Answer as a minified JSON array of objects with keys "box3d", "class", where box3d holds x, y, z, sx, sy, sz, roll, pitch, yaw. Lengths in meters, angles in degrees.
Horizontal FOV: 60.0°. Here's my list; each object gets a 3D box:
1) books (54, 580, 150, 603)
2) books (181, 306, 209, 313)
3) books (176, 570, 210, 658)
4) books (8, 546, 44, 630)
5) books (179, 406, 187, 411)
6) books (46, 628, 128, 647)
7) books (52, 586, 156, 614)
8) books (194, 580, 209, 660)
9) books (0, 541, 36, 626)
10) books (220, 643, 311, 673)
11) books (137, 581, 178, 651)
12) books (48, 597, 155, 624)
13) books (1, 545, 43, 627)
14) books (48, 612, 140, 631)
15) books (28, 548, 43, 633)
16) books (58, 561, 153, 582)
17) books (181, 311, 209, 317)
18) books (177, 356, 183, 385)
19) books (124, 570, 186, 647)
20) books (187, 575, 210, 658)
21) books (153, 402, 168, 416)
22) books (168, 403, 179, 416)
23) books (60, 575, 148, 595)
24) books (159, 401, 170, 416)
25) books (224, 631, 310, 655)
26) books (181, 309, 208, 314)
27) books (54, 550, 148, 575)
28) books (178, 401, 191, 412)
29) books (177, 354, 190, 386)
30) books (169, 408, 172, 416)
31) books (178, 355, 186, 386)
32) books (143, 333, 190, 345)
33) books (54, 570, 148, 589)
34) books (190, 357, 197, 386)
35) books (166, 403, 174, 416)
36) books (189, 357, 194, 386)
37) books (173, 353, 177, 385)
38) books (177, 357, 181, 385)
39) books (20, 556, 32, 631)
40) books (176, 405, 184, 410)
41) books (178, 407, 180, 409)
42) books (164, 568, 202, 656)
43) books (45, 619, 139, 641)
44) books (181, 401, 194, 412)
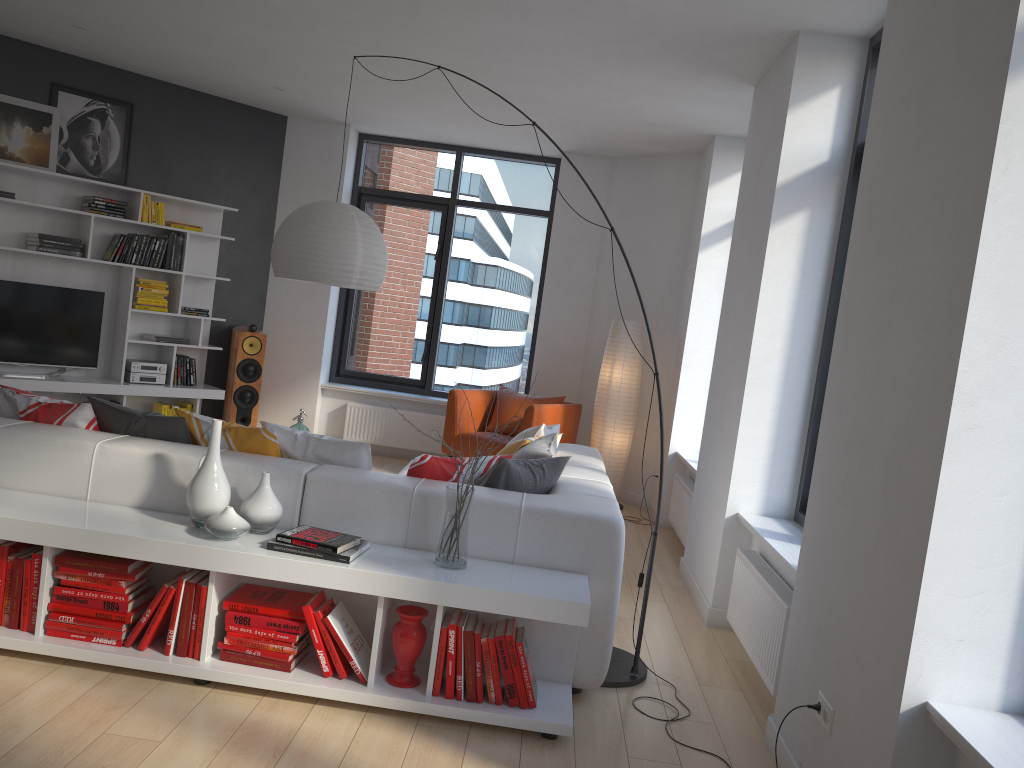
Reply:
[{"box3d":[-1.483,0.735,3.216,0.261,0.027,0.191,8,4,-2],"class":"books"},{"box3d":[-2.729,-0.641,7.599,0.213,0.023,0.161,5,5,-39],"class":"books"},{"box3d":[-1.133,0.816,3.198,0.038,0.270,0.215,8,4,2],"class":"books"},{"box3d":[-1.747,0.735,3.235,0.034,0.259,0.207,8,4,2],"class":"books"},{"box3d":[-2.839,0.311,7.582,0.024,0.234,0.172,4,5,-42],"class":"books"},{"box3d":[-1.500,0.886,3.219,0.274,0.029,0.200,8,4,2],"class":"books"},{"box3d":[-1.484,0.767,3.234,0.279,0.039,0.206,8,4,3],"class":"books"},{"box3d":[-1.078,0.826,3.171,0.028,0.269,0.181,8,4,2],"class":"books"},{"box3d":[-1.813,0.710,3.233,0.036,0.294,0.208,8,4,2],"class":"books"},{"box3d":[-0.888,0.967,3.205,0.259,0.034,0.206,8,4,5],"class":"books"},{"box3d":[-1.236,0.814,3.187,0.115,0.245,0.192,8,4,2],"class":"books"},{"box3d":[-1.483,0.803,3.235,0.301,0.032,0.227,8,4,2],"class":"books"},{"box3d":[-1.781,0.731,3.235,0.031,0.255,0.181,8,4,2],"class":"books"},{"box3d":[-1.492,0.832,3.201,0.266,0.026,0.187,8,4,2],"class":"books"},{"box3d":[-1.674,0.729,3.226,0.049,0.291,0.214,8,4,2],"class":"books"},{"box3d":[-1.463,0.663,3.208,0.266,0.026,0.187,8,4,-3],"class":"books"},{"box3d":[-2.723,-0.601,7.588,0.213,0.023,0.161,5,5,-39],"class":"books"},{"box3d":[-2.855,-0.115,7.581,0.049,0.236,0.170,4,5,-42],"class":"books"},{"box3d":[-1.276,0.807,3.195,0.144,0.247,0.188,8,4,3],"class":"books"},{"box3d":[-1.104,0.824,3.188,0.028,0.266,0.188,8,4,2],"class":"books"},{"box3d":[-2.968,0.290,7.463,0.044,0.255,0.198,4,5,-42],"class":"books"},{"box3d":[-2.896,0.299,7.526,0.035,0.250,0.185,4,5,-42],"class":"books"},{"box3d":[-1.470,0.712,3.209,0.236,0.023,0.178,8,4,2],"class":"books"},{"box3d":[-2.947,0.290,7.485,0.015,0.263,0.199,4,5,-42],"class":"books"},{"box3d":[-0.879,0.913,3.200,0.257,0.025,0.182,8,4,2],"class":"books"},{"box3d":[-2.723,-0.620,7.588,0.198,0.015,0.142,4,5,-44],"class":"books"},{"box3d":[-1.477,0.631,3.215,0.259,0.034,0.206,8,4,-1],"class":"books"},{"box3d":[-2.820,0.294,7.605,0.029,0.270,0.204,4,5,-42],"class":"books"},{"box3d":[-2.819,-0.121,7.618,0.066,0.255,0.193,4,5,-43],"class":"books"},{"box3d":[-2.922,0.311,7.483,0.024,0.229,0.156,4,5,-43],"class":"books"},{"box3d":[-2.834,-0.116,7.591,0.050,0.242,0.169,4,5,-43],"class":"books"},{"box3d":[-2.927,-0.382,7.507,0.250,0.047,0.310,11,5,43],"class":"books"},{"box3d":[-1.485,0.686,3.217,0.257,0.025,0.182,8,4,2],"class":"books"},{"box3d":[-2.790,-0.112,7.679,0.077,0.233,0.179,4,5,-42],"class":"books"},{"box3d":[-2.917,0.296,7.510,0.019,0.251,0.180,4,5,-42],"class":"books"},{"box3d":[-2.793,-0.113,7.633,0.066,0.242,0.177,4,5,-43],"class":"books"},{"box3d":[-2.901,-0.136,7.550,0.053,0.268,0.202,4,5,-43],"class":"books"},{"box3d":[-2.878,-0.118,7.570,0.053,0.240,0.189,4,5,-42],"class":"books"},{"box3d":[-1.710,0.740,3.223,0.042,0.259,0.195,8,4,2],"class":"books"},{"box3d":[-2.856,0.310,7.562,0.024,0.234,0.172,4,5,-42],"class":"books"},{"box3d":[-2.876,0.306,7.548,0.023,0.239,0.169,4,5,-42],"class":"books"},{"box3d":[-1.171,0.807,3.183,0.046,0.282,0.199,8,4,2],"class":"books"},{"box3d":[-1.494,0.859,3.199,0.282,0.030,0.188,8,4,4],"class":"books"},{"box3d":[-2.806,0.294,7.629,0.025,0.270,0.213,4,5,-42],"class":"books"}]
